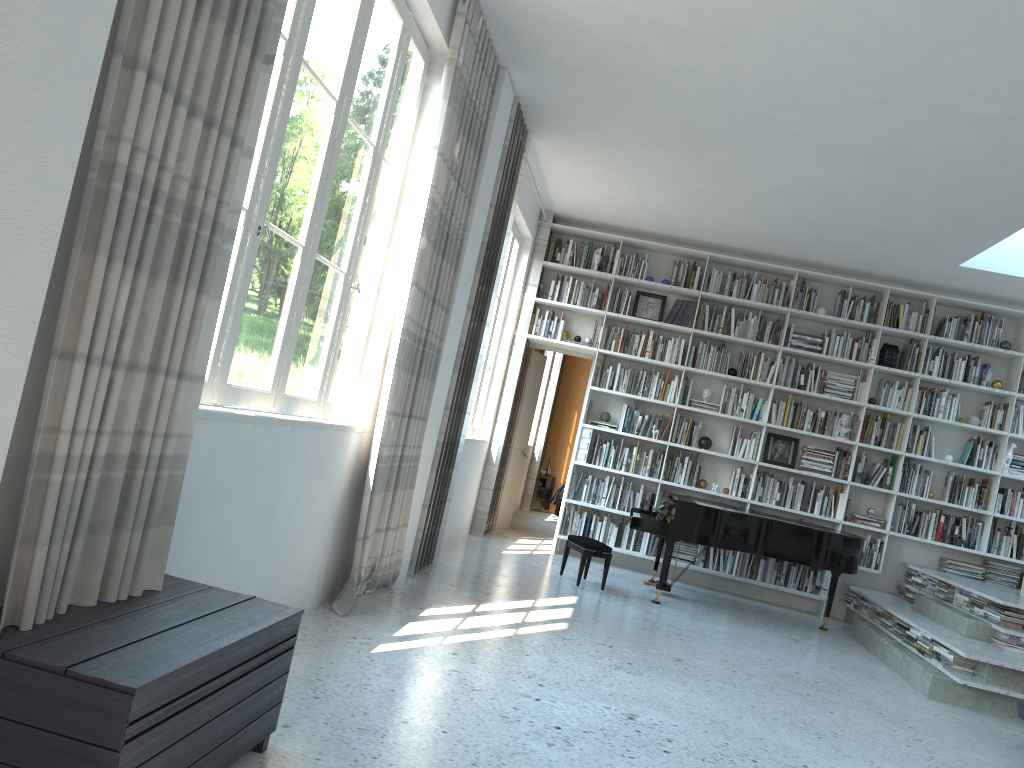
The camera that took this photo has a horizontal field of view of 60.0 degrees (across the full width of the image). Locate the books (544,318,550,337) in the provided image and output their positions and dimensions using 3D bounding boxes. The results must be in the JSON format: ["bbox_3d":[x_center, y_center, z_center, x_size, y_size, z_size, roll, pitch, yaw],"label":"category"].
[{"bbox_3d":[0.350,-0.541,8.837,0.023,0.214,0.140,12,-2,8],"label":"books"}]

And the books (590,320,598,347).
[{"bbox_3d":[0.808,-0.481,8.751,0.012,0.285,0.159,12,-2,8],"label":"books"}]

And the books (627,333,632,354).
[{"bbox_3d":[1.154,-0.379,8.711,0.012,0.230,0.149,12,-2,8],"label":"books"}]

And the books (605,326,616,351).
[{"bbox_3d":[0.968,-0.432,8.737,0.062,0.258,0.153,12,-2,8],"label":"books"}]

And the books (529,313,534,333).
[{"bbox_3d":[0.196,-0.583,8.834,0.013,0.228,0.179,12,-2,8],"label":"books"}]

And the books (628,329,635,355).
[{"bbox_3d":[1.170,-0.399,8.706,0.012,0.277,0.150,12,-2,8],"label":"books"}]

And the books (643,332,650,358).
[{"bbox_3d":[1.311,-0.367,8.666,0.023,0.271,0.187,12,-2,8],"label":"books"}]

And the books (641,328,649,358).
[{"bbox_3d":[1.299,-0.385,8.688,0.014,0.303,0.151,12,-2,8],"label":"books"}]

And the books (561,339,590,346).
[{"bbox_3d":[0.634,-0.403,8.776,0.285,0.012,0.159,12,-3,10],"label":"books"}]

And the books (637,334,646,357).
[{"bbox_3d":[1.262,-0.360,8.688,0.047,0.238,0.162,12,-2,8],"label":"books"}]

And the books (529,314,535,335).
[{"bbox_3d":[0.208,-0.577,8.833,0.013,0.222,0.163,12,-2,8],"label":"books"}]

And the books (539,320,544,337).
[{"bbox_3d":[0.300,-0.537,8.844,0.029,0.185,0.135,12,-2,8],"label":"books"}]

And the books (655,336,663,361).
[{"bbox_3d":[1.432,-0.335,8.670,0.029,0.260,0.158,12,-2,8],"label":"books"}]

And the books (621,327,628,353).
[{"bbox_3d":[1.100,-0.415,8.698,0.011,0.277,0.164,12,-2,8],"label":"books"}]

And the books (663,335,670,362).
[{"bbox_3d":[1.500,-0.331,8.646,0.012,0.280,0.188,12,-2,8],"label":"books"}]

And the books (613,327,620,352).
[{"bbox_3d":[1.028,-0.422,8.721,0.010,0.262,0.151,12,-2,8],"label":"books"}]

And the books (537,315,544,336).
[{"bbox_3d":[0.281,-0.560,8.822,0.010,0.220,0.181,12,-3,8],"label":"books"}]

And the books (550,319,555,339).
[{"bbox_3d":[0.412,-0.539,8.811,0.010,0.234,0.165,12,-2,8],"label":"books"}]

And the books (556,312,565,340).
[{"bbox_3d":[0.479,-0.558,8.799,0.013,0.298,0.179,12,-2,8],"label":"books"}]

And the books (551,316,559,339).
[{"bbox_3d":[0.425,-0.539,8.784,0.021,0.237,0.189,12,-3,8],"label":"books"}]

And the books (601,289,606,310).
[{"bbox_3d":[0.906,-0.808,8.777,0.014,0.235,0.144,12,-2,8],"label":"books"}]

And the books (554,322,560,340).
[{"bbox_3d":[0.450,-0.509,8.820,0.029,0.191,0.134,12,-2,8],"label":"books"}]

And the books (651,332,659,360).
[{"bbox_3d":[1.396,-0.355,8.673,0.025,0.286,0.161,12,-2,8],"label":"books"}]

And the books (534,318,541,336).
[{"bbox_3d":[0.261,-0.552,8.833,0.029,0.197,0.160,12,-3,8],"label":"books"}]

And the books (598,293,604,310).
[{"bbox_3d":[0.880,-0.790,8.765,0.026,0.188,0.154,12,-3,8],"label":"books"}]

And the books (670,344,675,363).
[{"bbox_3d":[1.556,-0.281,8.643,0.013,0.206,0.172,12,-3,8],"label":"books"}]

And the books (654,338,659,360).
[{"bbox_3d":[1.407,-0.326,8.658,0.013,0.232,0.171,12,-2,8],"label":"books"}]

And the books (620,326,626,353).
[{"bbox_3d":[1.086,-0.419,8.711,0.020,0.281,0.164,12,-2,8],"label":"books"}]

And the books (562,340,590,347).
[{"bbox_3d":[0.631,-0.392,8.773,0.285,0.012,0.159,12,-3,5],"label":"books"}]

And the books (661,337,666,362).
[{"bbox_3d":[1.477,-0.325,8.667,0.035,0.260,0.131,12,-2,8],"label":"books"}]

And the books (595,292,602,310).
[{"bbox_3d":[0.857,-0.799,8.783,0.029,0.195,0.146,12,-2,8],"label":"books"}]

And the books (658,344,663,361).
[{"bbox_3d":[1.448,-0.293,8.663,0.022,0.186,0.136,12,-2,8],"label":"books"}]

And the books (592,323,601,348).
[{"bbox_3d":[0.836,-0.465,8.767,0.044,0.269,0.134,12,-2,8],"label":"books"}]

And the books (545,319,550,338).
[{"bbox_3d":[0.363,-0.536,8.814,0.011,0.206,0.163,12,-3,8],"label":"books"}]

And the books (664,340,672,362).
[{"bbox_3d":[1.514,-0.303,8.638,0.030,0.230,0.172,12,-2,8],"label":"books"}]

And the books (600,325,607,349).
[{"bbox_3d":[0.899,-0.445,8.748,0.012,0.254,0.161,12,-2,8],"label":"books"}]

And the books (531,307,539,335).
[{"bbox_3d":[0.232,-0.612,8.855,0.013,0.302,0.135,12,-2,8],"label":"books"}]

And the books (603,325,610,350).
[{"bbox_3d":[0.931,-0.444,8.727,0.012,0.263,0.180,12,-2,8],"label":"books"}]

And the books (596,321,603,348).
[{"bbox_3d":[0.863,-0.469,8.748,0.010,0.286,0.137,12,-2,8],"label":"books"}]

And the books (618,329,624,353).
[{"bbox_3d":[1.067,-0.409,8.709,0.014,0.252,0.187,12,-2,8],"label":"books"}]

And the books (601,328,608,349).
[{"bbox_3d":[0.912,-0.432,8.737,0.022,0.232,0.151,12,-2,8],"label":"books"}]

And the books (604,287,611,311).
[{"bbox_3d":[0.949,-0.816,8.775,0.037,0.268,0.113,12,-2,8],"label":"books"}]

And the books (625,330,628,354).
[{"bbox_3d":[1.127,-0.394,8.711,0.047,0.249,0.134,12,-2,8],"label":"books"}]

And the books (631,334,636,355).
[{"bbox_3d":[1.190,-0.371,8.696,0.011,0.229,0.170,12,-2,8],"label":"books"}]

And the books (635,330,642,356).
[{"bbox_3d":[1.236,-0.383,8.689,0.014,0.272,0.180,12,-2,8],"label":"books"}]

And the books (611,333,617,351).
[{"bbox_3d":[1.001,-0.395,8.706,0.026,0.195,0.175,12,-3,8],"label":"books"}]

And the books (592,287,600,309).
[{"bbox_3d":[0.828,-0.823,8.760,0.029,0.229,0.191,12,-3,8],"label":"books"}]

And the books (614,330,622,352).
[{"bbox_3d":[1.043,-0.403,8.713,0.030,0.230,0.172,12,-2,8],"label":"books"}]

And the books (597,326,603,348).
[{"bbox_3d":[0.866,-0.439,8.709,0.020,0.224,0.232,12,-3,8],"label":"books"}]

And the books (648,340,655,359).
[{"bbox_3d":[1.356,-0.319,8.648,0.029,0.195,0.192,12,-3,8],"label":"books"}]

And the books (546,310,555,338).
[{"bbox_3d":[0.382,-0.579,8.797,0.013,0.297,0.187,12,-2,8],"label":"books"}]

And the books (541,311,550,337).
[{"bbox_3d":[0.333,-0.580,8.825,0.022,0.281,0.156,12,-2,8],"label":"books"}]

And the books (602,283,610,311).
[{"bbox_3d":[0.925,-0.835,8.764,0.014,0.294,0.173,12,-2,8],"label":"books"}]

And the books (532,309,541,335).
[{"bbox_3d":[0.244,-0.600,8.830,0.023,0.281,0.170,12,-2,8],"label":"books"}]

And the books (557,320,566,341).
[{"bbox_3d":[0.488,-0.512,8.781,0.029,0.211,0.187,12,-3,8],"label":"books"}]

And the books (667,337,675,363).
[{"bbox_3d":[1.543,-0.313,8.634,0.022,0.263,0.174,12,-2,8],"label":"books"}]

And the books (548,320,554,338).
[{"bbox_3d":[0.391,-0.523,8.806,0.024,0.193,0.181,12,-3,8],"label":"books"}]

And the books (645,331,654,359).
[{"bbox_3d":[1.338,-0.369,8.658,0.030,0.285,0.185,12,-2,8],"label":"books"}]

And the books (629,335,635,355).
[{"bbox_3d":[1.175,-0.368,8.691,0.014,0.218,0.164,12,-2,8],"label":"books"}]

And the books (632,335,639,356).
[{"bbox_3d":[1.208,-0.361,8.686,0.031,0.217,0.173,12,-3,8],"label":"books"}]
